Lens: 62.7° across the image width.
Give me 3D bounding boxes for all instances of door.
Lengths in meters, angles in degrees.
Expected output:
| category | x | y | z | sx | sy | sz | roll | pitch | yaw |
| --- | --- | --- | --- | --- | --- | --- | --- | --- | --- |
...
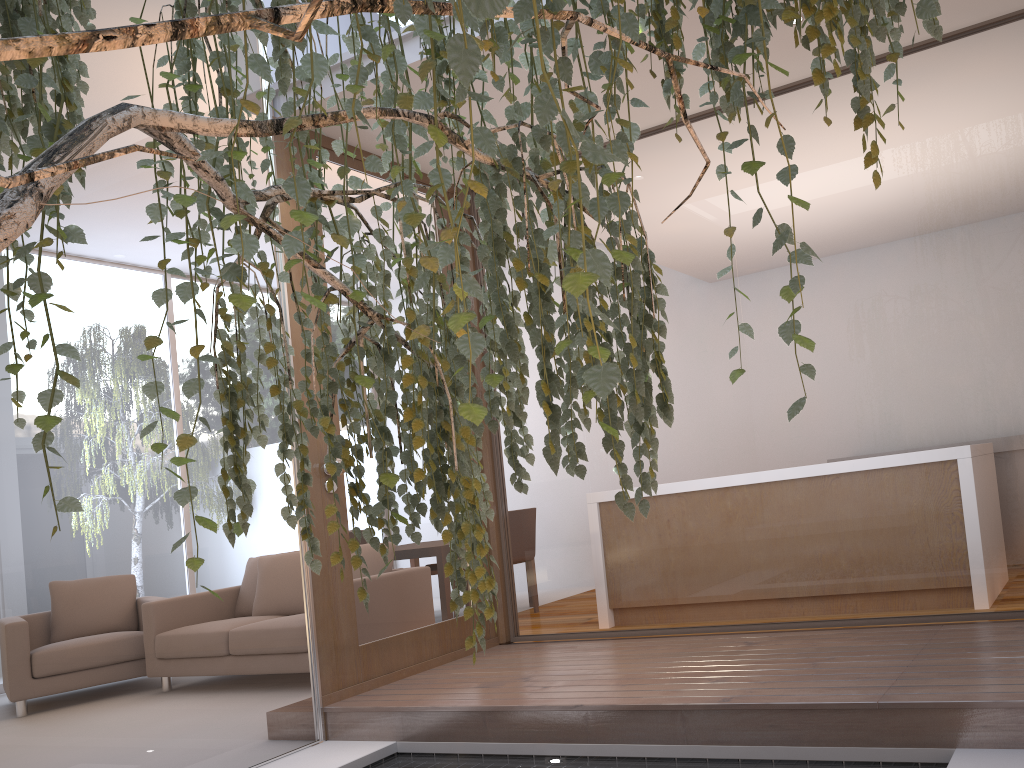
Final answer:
| category | x | y | z | sx | sy | sz | roll | pitch | yaw |
| --- | --- | --- | --- | --- | --- | --- | --- | --- | --- |
| door | -0.509 | 0.126 | 3.965 | 0.100 | 2.354 | 1.055 | -8 | -4 | 35 |

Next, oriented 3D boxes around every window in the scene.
| category | x | y | z | sx | sy | sz | roll | pitch | yaw |
| --- | --- | --- | --- | --- | --- | --- | --- | --- | --- |
| window | 1.751 | -0.217 | 3.618 | 4.187 | 2.457 | 0.068 | -10 | -4 | 26 |
| window | -1.837 | -0.201 | 2.205 | 0.045 | 3.240 | 3.183 | -8 | -5 | 35 |

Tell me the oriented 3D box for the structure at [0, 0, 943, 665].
| category | x | y | z | sx | sy | sz | roll | pitch | yaw |
| --- | --- | --- | --- | --- | --- | --- | --- | --- | --- |
| structure | -0.400 | -0.922 | 0.814 | 2.187 | 3.974 | 1.961 | -8 | -4 | 26 |
